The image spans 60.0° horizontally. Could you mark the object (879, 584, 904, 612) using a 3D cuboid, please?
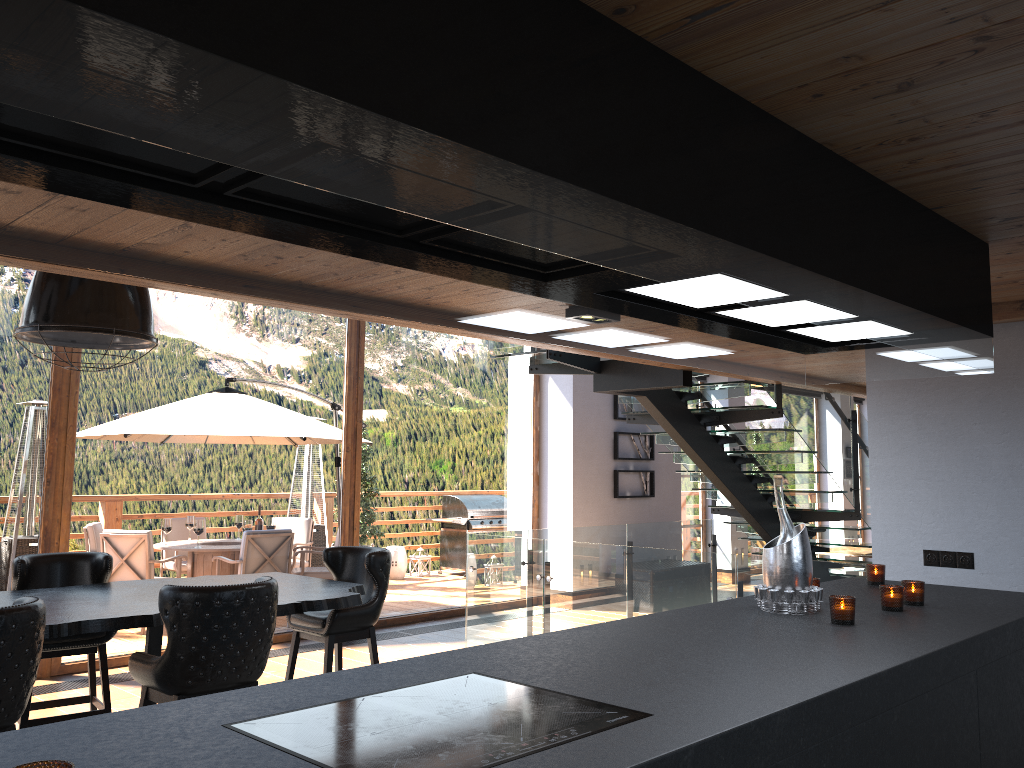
[{"bbox_3d":[1.293,0.728,3.016,0.079,0.081,0.079,0,-6,9],"label":"object"}]

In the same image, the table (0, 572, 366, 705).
[{"bbox_3d":[-2.402,1.465,3.765,1.411,0.951,3.839,-5,-8,44],"label":"table"}]

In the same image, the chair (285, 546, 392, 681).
[{"bbox_3d":[-1.009,1.530,5.227,0.498,1.094,0.574,-5,-9,43],"label":"chair"}]

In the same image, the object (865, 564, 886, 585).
[{"bbox_3d":[1.529,0.801,3.726,0.079,0.081,0.079,2,-6,-11],"label":"object"}]

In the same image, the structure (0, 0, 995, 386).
[{"bbox_3d":[0.300,-0.378,2.215,0.702,0.477,3.286,-5,-8,44],"label":"structure"}]

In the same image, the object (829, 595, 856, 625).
[{"bbox_3d":[1.022,0.699,2.741,0.079,0.081,0.079,0,-6,9],"label":"object"}]

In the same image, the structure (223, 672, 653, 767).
[{"bbox_3d":[-0.126,0.629,1.636,0.498,0.017,0.617,-5,-8,44],"label":"structure"}]

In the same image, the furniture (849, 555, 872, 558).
[{"bbox_3d":[5.616,2.798,14.042,1.161,0.437,2.790,-5,-8,44],"label":"furniture"}]

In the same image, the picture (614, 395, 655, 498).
[{"bbox_3d":[1.552,0.778,11.224,0.058,1.314,0.783,-6,-9,44],"label":"picture"}]

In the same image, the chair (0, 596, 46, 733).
[{"bbox_3d":[-1.944,1.303,3.031,0.562,1.094,0.508,-3,-7,28],"label":"chair"}]

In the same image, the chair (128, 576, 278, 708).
[{"bbox_3d":[-1.298,1.381,3.757,0.561,1.094,0.510,-5,-9,43],"label":"chair"}]

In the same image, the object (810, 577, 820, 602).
[{"bbox_3d":[1.079,0.747,3.219,0.079,0.081,0.079,0,-6,9],"label":"object"}]

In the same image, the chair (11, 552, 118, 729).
[{"bbox_3d":[-2.445,1.485,4.796,0.509,1.094,0.561,5,-8,-36],"label":"chair"}]

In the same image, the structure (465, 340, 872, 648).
[{"bbox_3d":[0.054,2.066,8.867,9.094,6.408,11.149,-5,-8,44],"label":"structure"}]

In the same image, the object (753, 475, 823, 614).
[{"bbox_3d":[0.935,0.539,3.020,0.223,0.453,0.227,-6,-9,44],"label":"object"}]

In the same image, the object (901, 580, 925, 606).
[{"bbox_3d":[1.427,0.743,3.153,0.079,0.081,0.079,0,-6,9],"label":"object"}]

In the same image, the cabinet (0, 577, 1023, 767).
[{"bbox_3d":[0.144,1.205,1.907,0.877,1.105,4.854,-5,-8,44],"label":"cabinet"}]

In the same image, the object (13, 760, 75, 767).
[{"bbox_3d":[-0.591,0.522,1.102,0.079,0.081,0.079,1,-6,-1],"label":"object"}]

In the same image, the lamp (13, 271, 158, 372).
[{"bbox_3d":[-2.004,-2.399,4.485,0.622,4.692,0.620,1,-6,-1],"label":"lamp"}]
